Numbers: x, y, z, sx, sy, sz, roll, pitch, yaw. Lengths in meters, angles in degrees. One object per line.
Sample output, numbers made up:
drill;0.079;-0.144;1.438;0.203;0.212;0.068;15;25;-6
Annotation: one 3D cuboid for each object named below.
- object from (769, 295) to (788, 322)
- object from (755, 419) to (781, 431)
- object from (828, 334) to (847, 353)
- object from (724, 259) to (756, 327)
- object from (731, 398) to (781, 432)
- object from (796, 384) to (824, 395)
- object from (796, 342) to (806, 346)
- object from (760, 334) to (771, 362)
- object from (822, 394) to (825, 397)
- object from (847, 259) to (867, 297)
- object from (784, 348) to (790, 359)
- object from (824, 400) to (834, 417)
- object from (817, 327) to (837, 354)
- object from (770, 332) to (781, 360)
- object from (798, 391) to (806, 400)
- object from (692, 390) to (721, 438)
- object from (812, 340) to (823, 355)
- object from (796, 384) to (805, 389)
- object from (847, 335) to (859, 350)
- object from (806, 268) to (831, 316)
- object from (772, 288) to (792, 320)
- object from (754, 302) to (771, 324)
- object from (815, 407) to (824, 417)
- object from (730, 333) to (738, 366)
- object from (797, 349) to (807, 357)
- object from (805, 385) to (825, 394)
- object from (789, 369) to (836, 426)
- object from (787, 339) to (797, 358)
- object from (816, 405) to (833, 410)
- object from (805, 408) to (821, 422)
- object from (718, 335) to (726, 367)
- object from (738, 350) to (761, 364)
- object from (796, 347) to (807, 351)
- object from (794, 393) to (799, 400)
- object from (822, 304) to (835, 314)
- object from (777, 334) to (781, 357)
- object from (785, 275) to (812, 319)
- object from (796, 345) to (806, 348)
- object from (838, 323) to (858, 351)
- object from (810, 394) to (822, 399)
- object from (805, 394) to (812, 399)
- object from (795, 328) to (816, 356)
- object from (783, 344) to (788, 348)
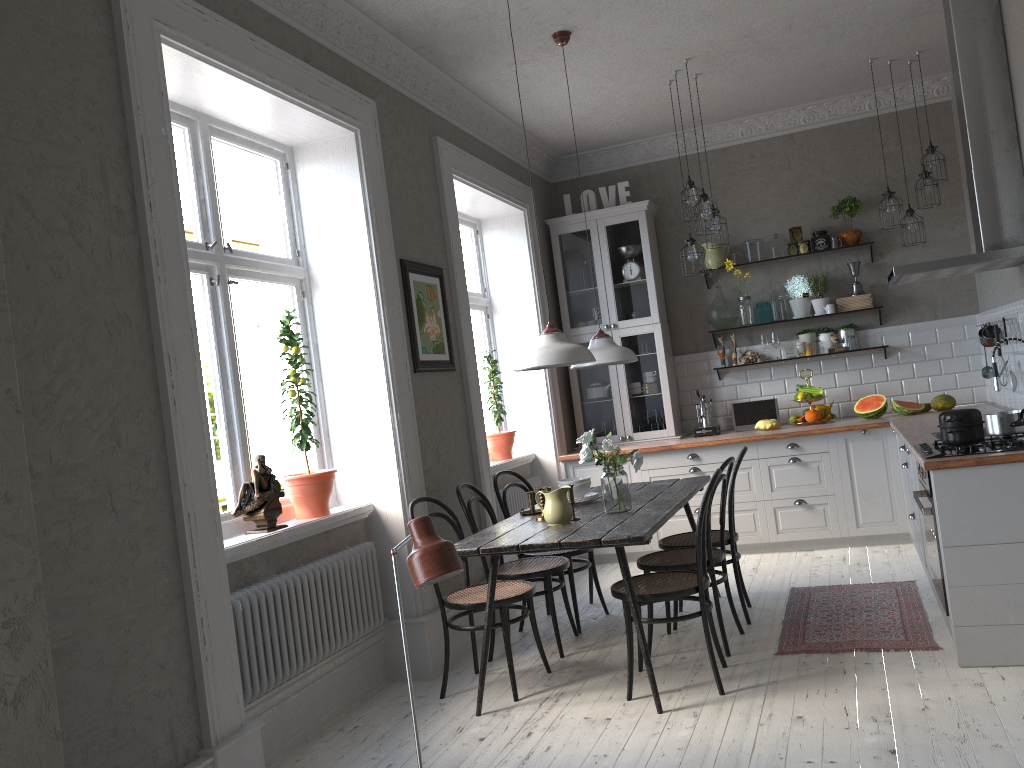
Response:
object;2.080;-0.591;6.931;0.122;0.206;0.127;-8;-1;42
object;1.931;0.308;6.685;0.194;0.083;0.192;-8;-1;20
object;2.503;-0.318;6.814;0.119;0.147;0.100;-7;-1;-13
object;1.794;-0.723;6.964;0.190;0.540;0.283;-8;-1;12
object;1.902;0.244;6.909;0.347;0.226;0.089;-8;-1;18
object;2.260;0.039;6.718;0.207;0.101;0.068;-8;-1;25
object;2.238;-0.297;6.853;0.077;0.051;0.077;-7;-1;5
object;2.014;-0.287;7.038;0.081;0.217;0.082;-7;-1;5
object;2.350;0.092;6.727;0.051;0.050;0.050;-8;-1;29
object;2.641;-0.818;6.805;0.130;0.287;0.131;-7;-1;4
object;2.193;-0.244;6.996;0.076;0.083;0.079;-8;-1;37
object;2.397;0.184;6.721;0.060;0.120;0.128;-8;-1;43
object;2.460;-0.344;6.921;0.150;0.214;0.170;-7;-1;-41
object;2.064;-0.296;6.921;0.081;0.217;0.082;-7;-1;5
object;2.192;0.091;6.695;0.058;0.069;0.080;-8;-1;39
object;1.501;0.225;6.948;0.203;0.370;0.358;-8;-1;20
object;2.368;-0.282;6.868;0.077;0.108;0.078;-8;-1;13
object;2.197;0.026;6.743;0.073;0.058;0.051;-7;-1;-4
object;2.600;-0.315;6.763;0.077;0.108;0.078;-8;-1;13
object;2.379;-0.719;6.868;0.186;0.380;0.167;-7;-1;-20
object;2.151;-0.626;7.067;0.129;0.264;0.133;-8;-1;25
object;1.999;-0.561;7.054;0.124;0.172;0.128;-8;-1;23
object;2.310;0.216;6.681;0.089;0.078;0.087;-6;-1;-44
object;1.784;-0.277;7.099;0.063;0.264;0.052;-7;-1;-35
object;2.245;-0.238;6.852;0.076;0.051;0.078;-8;-1;12
object;2.311;0.044;6.773;0.177;0.096;0.090;-8;-1;39
object;2.263;0.096;6.746;0.351;0.425;0.353;-7;-1;4
object;2.192;-0.274;6.915;0.079;0.139;0.078;-7;-1;-8
object;2.374;0.181;6.736;0.126;0.056;0.060;-8;-1;11
object;2.248;0.235;6.622;0.114;0.110;0.110;-7;-1;-13
object;1.692;-0.264;7.146;0.053;0.264;0.061;-7;-1;-9
object;1.881;-0.215;7.042;0.177;0.111;0.096;-7;-1;-4
object;2.243;-0.255;6.852;0.076;0.051;0.078;-8;-1;12
object;2.206;0.106;6.771;0.095;0.078;0.101;-8;-1;6
object;2.438;-0.574;6.785;0.064;0.071;0.104;-7;-1;-41
object;2.093;-0.298;7.007;0.081;0.217;0.082;-7;-1;5
object;2.276;-0.692;6.959;0.240;0.354;0.239;-8;-1;37
object;2.241;-0.272;6.852;0.075;0.051;0.079;-8;-1;38
object;2.617;-0.364;6.878;0.157;0.213;0.155;-8;-1;17
object;2.302;0.101;6.711;0.076;0.062;0.100;-7;-1;-7
object;2.238;0.107;6.696;0.063;0.061;0.067;-8;-1;19
object;2.312;-0.329;6.962;0.157;0.217;0.156;-7;-1;-1
object;2.189;-0.277;6.996;0.076;0.083;0.079;-8;-1;37
